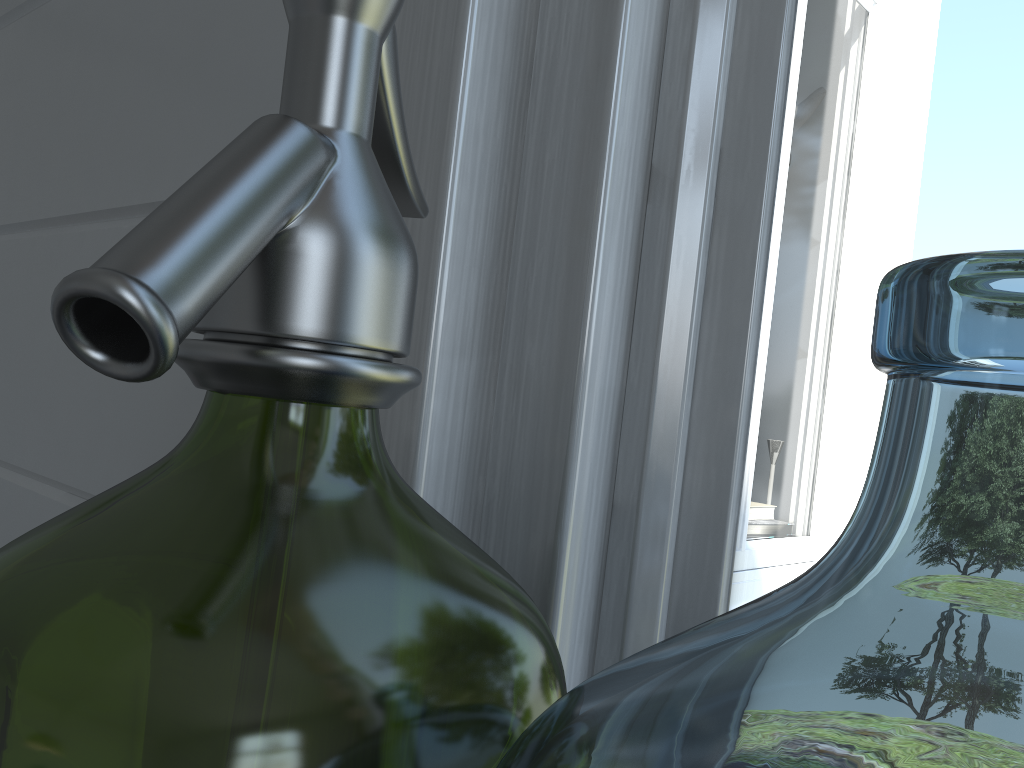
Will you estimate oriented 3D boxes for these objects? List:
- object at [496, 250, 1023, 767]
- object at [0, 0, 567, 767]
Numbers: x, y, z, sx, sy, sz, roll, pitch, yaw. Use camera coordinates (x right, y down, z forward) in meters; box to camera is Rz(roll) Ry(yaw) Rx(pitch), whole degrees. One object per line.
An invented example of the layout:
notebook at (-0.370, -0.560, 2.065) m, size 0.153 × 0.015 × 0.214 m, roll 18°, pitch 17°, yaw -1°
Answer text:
object at (0.050, 0.153, 0.114) m, size 0.137 × 0.335 × 0.137 m, roll 7°, pitch 0°, yaw -40°
object at (-0.059, 0.099, 0.195) m, size 0.136 × 0.415 × 0.136 m, roll 6°, pitch 0°, yaw 40°
